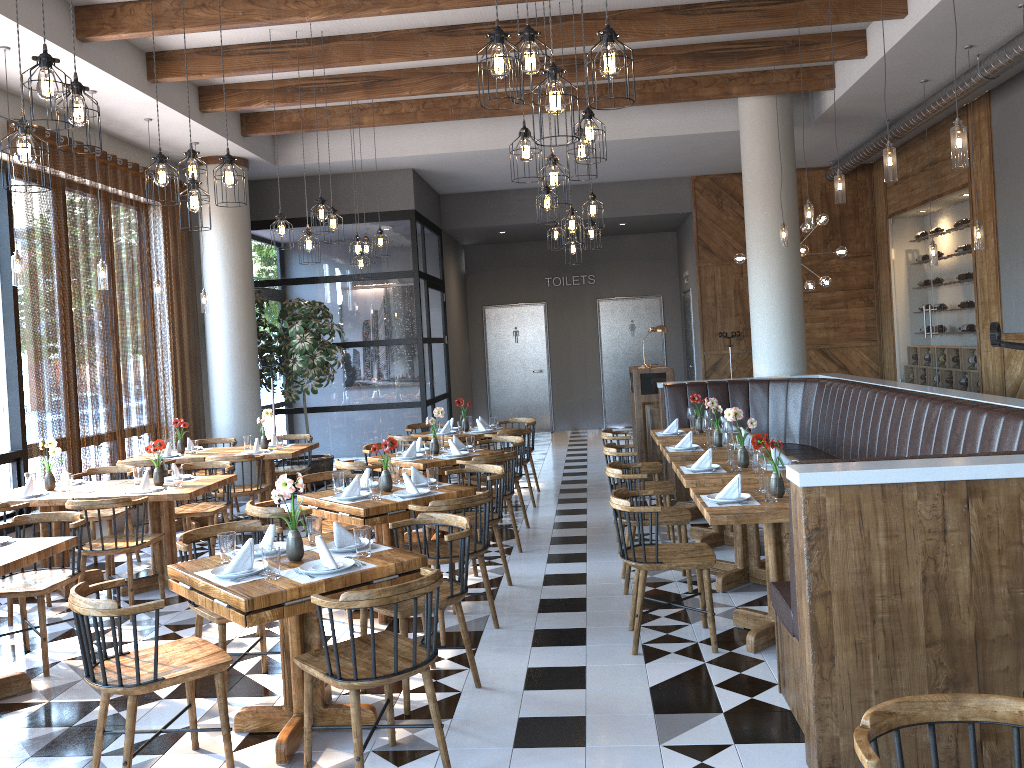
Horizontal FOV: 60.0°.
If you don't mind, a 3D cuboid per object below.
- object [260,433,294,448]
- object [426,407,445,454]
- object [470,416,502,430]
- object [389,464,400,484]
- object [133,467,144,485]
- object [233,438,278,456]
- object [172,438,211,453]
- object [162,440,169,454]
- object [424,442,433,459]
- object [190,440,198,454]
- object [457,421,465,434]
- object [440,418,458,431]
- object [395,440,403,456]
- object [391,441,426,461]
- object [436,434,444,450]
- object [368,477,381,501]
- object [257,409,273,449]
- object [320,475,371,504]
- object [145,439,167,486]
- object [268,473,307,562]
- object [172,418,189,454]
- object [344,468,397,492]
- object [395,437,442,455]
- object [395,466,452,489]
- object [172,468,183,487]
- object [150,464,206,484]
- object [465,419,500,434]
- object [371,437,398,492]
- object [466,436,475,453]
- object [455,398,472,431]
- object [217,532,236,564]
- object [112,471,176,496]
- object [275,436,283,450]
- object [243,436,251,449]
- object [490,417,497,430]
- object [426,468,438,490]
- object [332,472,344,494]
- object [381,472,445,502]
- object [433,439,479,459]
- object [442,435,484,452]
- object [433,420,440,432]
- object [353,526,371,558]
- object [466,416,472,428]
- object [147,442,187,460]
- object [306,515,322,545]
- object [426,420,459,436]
[{"bbox_3d":[-2.428,0.568,9.064,0.352,0.137,0.272,-3,2,5],"label":"object"},{"bbox_3d":[-0.648,0.401,7.602,0.146,0.400,0.207,-3,1,17],"label":"object"},{"bbox_3d":[-0.300,0.416,9.666,0.272,0.137,0.351,-5,3,-40],"label":"object"},{"bbox_3d":[-0.800,0.616,6.066,0.080,0.132,0.080,-3,1,10],"label":"object"},{"bbox_3d":[-2.848,0.702,6.759,0.080,0.132,0.080,-3,1,-10],"label":"object"},{"bbox_3d":[-2.467,0.595,8.533,0.352,0.137,0.272,-3,2,5],"label":"object"},{"bbox_3d":[-3.312,0.615,9.140,0.352,0.137,0.272,-3,2,5],"label":"object"},{"bbox_3d":[-3.526,0.637,8.996,0.080,0.132,0.080,-3,1,20],"label":"object"},{"bbox_3d":[-0.683,0.551,7.303,0.080,0.132,0.080,-3,1,20],"label":"object"},{"bbox_3d":[-3.147,0.625,8.783,0.080,0.132,0.080,-3,1,20],"label":"object"},{"bbox_3d":[-0.523,0.454,9.179,0.080,0.132,0.080,-3,1,20],"label":"object"},{"bbox_3d":[-0.677,0.437,9.695,0.352,0.137,0.272,-5,3,-40],"label":"object"},{"bbox_3d":[-0.973,0.552,7.637,0.080,0.132,0.080,-3,1,20],"label":"object"},{"bbox_3d":[-0.860,0.553,7.441,0.272,0.137,0.351,-5,3,-40],"label":"object"},{"bbox_3d":[-0.642,0.520,7.918,0.080,0.132,0.080,-3,1,20],"label":"object"},{"bbox_3d":[-0.842,0.647,5.451,0.080,0.132,0.080,-3,1,20],"label":"object"},{"bbox_3d":[-2.445,0.449,8.806,0.146,0.400,0.207,-3,1,-2],"label":"object"},{"bbox_3d":[-1.016,0.649,5.584,0.272,0.137,0.351,-5,3,-40],"label":"object"},{"bbox_3d":[-2.649,0.587,6.592,0.156,0.355,0.171,-4,1,-16],"label":"object"},{"bbox_3d":[-0.991,0.592,3.943,0.206,0.400,0.146,-3,1,25],"label":"object"},{"bbox_3d":[-3.327,0.518,8.908,0.156,0.355,0.171,-4,1,-19],"label":"object"},{"bbox_3d":[-0.990,0.629,5.961,0.352,0.137,0.272,-5,3,-40],"label":"object"},{"bbox_3d":[-0.834,0.533,7.818,0.352,0.137,0.272,-5,3,-40],"label":"object"},{"bbox_3d":[-0.613,0.609,5.932,0.272,0.137,0.351,-5,3,-40],"label":"object"},{"bbox_3d":[-2.469,0.690,6.547,0.080,0.132,0.080,-3,1,-10],"label":"object"},{"bbox_3d":[-2.612,0.679,6.910,0.352,0.137,0.272,-3,2,5],"label":"object"},{"bbox_3d":[-0.326,0.435,9.289,0.352,0.137,0.272,-5,3,-40],"label":"object"},{"bbox_3d":[-0.811,0.521,5.722,0.156,0.355,0.171,-4,1,-30],"label":"object"},{"bbox_3d":[-0.355,0.519,7.596,0.080,0.132,0.080,-3,1,20],"label":"object"},{"bbox_3d":[-0.524,0.327,9.522,0.156,0.355,0.171,-4,1,-38],"label":"object"},{"bbox_3d":[-1.284,0.741,4.000,0.080,0.132,0.080,-4,1,-20],"label":"object"},{"bbox_3d":[-2.651,0.706,6.379,0.352,0.137,0.272,-3,2,5],"label":"object"},{"bbox_3d":[-2.284,0.578,8.709,0.080,0.132,0.080,-3,1,-10],"label":"object"},{"bbox_3d":[-2.663,0.590,8.922,0.080,0.132,0.080,-3,1,-10],"label":"object"},{"bbox_3d":[-0.195,0.421,9.473,0.080,0.132,0.080,-3,1,30],"label":"object"},{"bbox_3d":[-0.513,0.614,5.744,0.080,0.132,0.080,-3,1,10],"label":"object"},{"bbox_3d":[-1.131,0.648,5.785,0.080,0.132,0.080,-3,1,10],"label":"object"},{"bbox_3d":[-0.639,0.628,5.555,0.352,0.137,0.272,-5,3,-40],"label":"object"},{"bbox_3d":[-0.483,0.532,7.412,0.352,0.137,0.272,-5,3,-40],"label":"object"},{"bbox_3d":[-0.457,0.513,7.789,0.272,0.137,0.351,-5,3,-40],"label":"object"},{"bbox_3d":[-0.812,0.455,9.513,0.080,0.132,0.080,-4,1,-20],"label":"object"},{"bbox_3d":[-0.666,0.707,3.959,0.080,0.132,0.080,-4,1,-30],"label":"object"},{"bbox_3d":[-0.481,0.423,9.794,0.080,0.132,0.080,-3,1,30],"label":"object"},{"bbox_3d":[-3.351,0.642,8.609,0.352,0.137,0.272,-3,2,5],"label":"object"},{"bbox_3d":[-0.953,0.708,4.281,0.080,0.132,0.080,-4,1,-30],"label":"object"},{"bbox_3d":[-0.703,0.456,9.318,0.272,0.137,0.351,-5,3,-40],"label":"object"}]
